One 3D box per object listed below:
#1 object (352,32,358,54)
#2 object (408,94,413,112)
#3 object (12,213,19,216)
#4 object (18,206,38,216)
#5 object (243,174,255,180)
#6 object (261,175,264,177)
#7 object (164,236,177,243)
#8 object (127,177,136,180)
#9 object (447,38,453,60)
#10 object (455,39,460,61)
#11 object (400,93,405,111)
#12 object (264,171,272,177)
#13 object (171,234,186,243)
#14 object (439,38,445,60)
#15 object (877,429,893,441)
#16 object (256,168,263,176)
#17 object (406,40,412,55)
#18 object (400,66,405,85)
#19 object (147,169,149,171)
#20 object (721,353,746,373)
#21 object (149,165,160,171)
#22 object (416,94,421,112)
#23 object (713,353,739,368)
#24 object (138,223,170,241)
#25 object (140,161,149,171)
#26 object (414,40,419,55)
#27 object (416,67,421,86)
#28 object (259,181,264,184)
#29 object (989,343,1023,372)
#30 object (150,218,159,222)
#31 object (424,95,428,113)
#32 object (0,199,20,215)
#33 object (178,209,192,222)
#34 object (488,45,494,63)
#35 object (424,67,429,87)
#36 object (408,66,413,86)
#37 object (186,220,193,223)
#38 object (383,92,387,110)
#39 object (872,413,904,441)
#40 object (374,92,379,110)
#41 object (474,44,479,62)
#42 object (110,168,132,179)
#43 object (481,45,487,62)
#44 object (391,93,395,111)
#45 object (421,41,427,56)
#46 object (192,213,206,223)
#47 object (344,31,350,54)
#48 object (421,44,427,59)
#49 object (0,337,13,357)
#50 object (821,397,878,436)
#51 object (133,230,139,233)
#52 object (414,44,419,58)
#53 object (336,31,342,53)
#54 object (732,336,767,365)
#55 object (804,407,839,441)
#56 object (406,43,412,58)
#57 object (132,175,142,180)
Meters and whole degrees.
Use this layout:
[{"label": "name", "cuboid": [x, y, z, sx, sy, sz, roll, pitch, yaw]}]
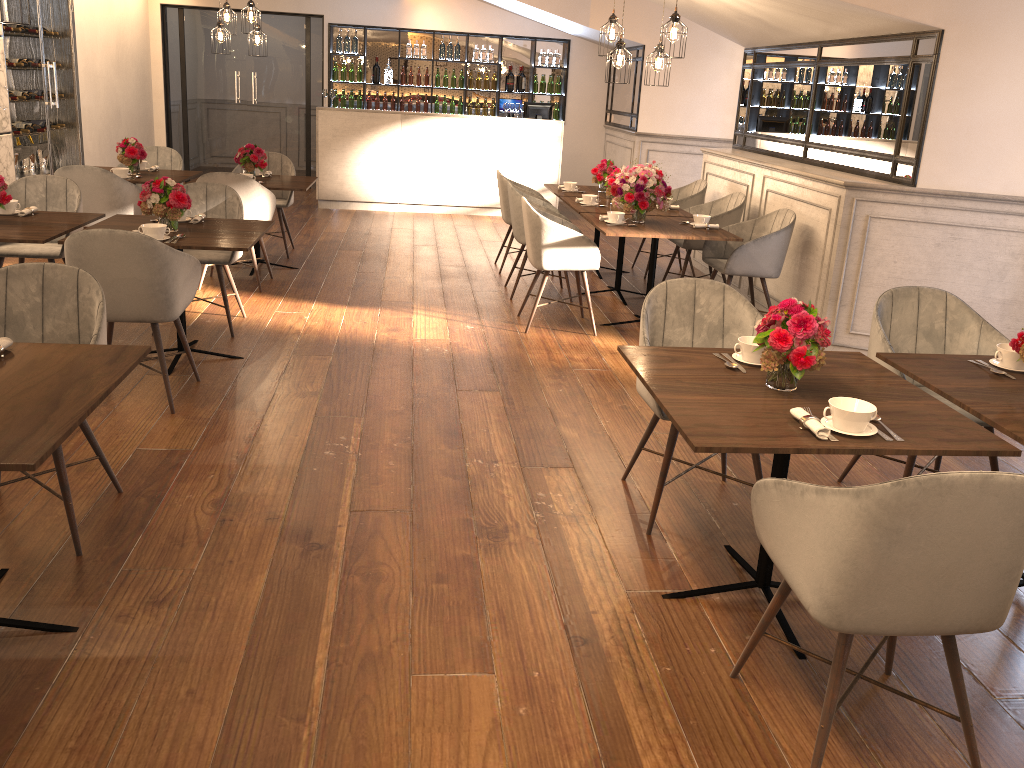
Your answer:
[{"label": "object", "cuboid": [-2.134, -4.641, 12.017, 0.075, 0.305, 0.076, 16, 20, 38]}, {"label": "object", "cuboid": [-1.419, -3.918, 12.341, 0.065, 0.257, 0.066, -5, 18, -27]}, {"label": "object", "cuboid": [-2.730, -0.954, 4.923, 0.025, 0.024, 0.196, 1, 19, -7]}, {"label": "object", "cuboid": [-2.697, -0.963, 4.935, 0.056, 0.038, 0.178, 1, 19, -7]}, {"label": "object", "cuboid": [-2.060, -1.582, 6.836, 0.149, 0.071, 0.149, 16, 22, 33]}, {"label": "object", "cuboid": [-2.082, -1.755, 7.421, 0.025, 0.024, 0.196, 1, 19, -7]}, {"label": "object", "cuboid": [-1.724, -0.735, 4.490, 0.022, 0.004, 0.214, 1, 19, -7]}, {"label": "object", "cuboid": [-2.900, -1.576, 6.771, 0.022, 0.004, 0.214, 1, 19, -7]}, {"label": "object", "cuboid": [-0.851, -4.613, 12.169, 0.075, 0.305, 0.076, 5, 16, 4]}, {"label": "object", "cuboid": [-0.748, -4.611, 12.182, 0.075, 0.305, 0.076, 5, 16, 4]}, {"label": "object", "cuboid": [-1.529, -3.920, 12.328, 0.065, 0.257, 0.066, -5, 18, -27]}, {"label": "object", "cuboid": [-2.048, -1.764, 7.432, 0.056, 0.038, 0.178, 1, 19, -7]}, {"label": "object", "cuboid": [-1.688, -0.738, 4.486, 0.043, 0.014, 0.200, 0, 19, -10]}, {"label": "object", "cuboid": [-0.955, -4.616, 12.157, 0.075, 0.305, 0.076, 11, 18, 24]}, {"label": "object", "cuboid": [0.996, 0.116, 2.460, 0.022, 0.004, 0.214, 1, 19, -7]}, {"label": "object", "cuboid": [-2.160, -1.782, 7.414, 0.148, 0.071, 0.150, 8, 19, 15]}, {"label": "object", "cuboid": [-1.406, -4.602, 12.111, 0.069, 0.205, 0.040, 1, 16, -7]}, {"label": "object", "cuboid": [-1.507, -4.263, 12.231, 0.065, 0.257, 0.066, -5, 18, -27]}, {"label": "object", "cuboid": [-2.994, -1.775, 7.312, 0.025, 0.024, 0.196, 1, 19, -7]}, {"label": "object", "cuboid": [0.747, -0.071, 2.969, 0.022, 0.004, 0.214, 1, 19, -7]}, {"label": "object", "cuboid": [-2.960, -1.784, 7.324, 0.056, 0.038, 0.178, 1, 19, -7]}, {"label": "object", "cuboid": [-1.309, -3.915, 12.354, 0.065, 0.257, 0.066, -5, 18, -27]}, {"label": "object", "cuboid": [0.719, -0.079, 2.971, 0.043, 0.014, 0.200, 2, 19, -3]}, {"label": "object", "cuboid": [-1.796, -0.761, 4.447, 0.149, 0.071, 0.149, 16, 22, 33]}, {"label": "object", "cuboid": [-3.073, -1.802, 7.306, 0.148, 0.071, 0.150, 8, 19, 15]}, {"label": "object", "cuboid": [-1.306, -4.600, 12.123, 0.069, 0.205, 0.040, 1, 16, -7]}, {"label": "object", "cuboid": [-1.288, -4.258, 12.257, 0.065, 0.257, 0.066, -5, 18, -27]}, {"label": "object", "cuboid": [-1.952, -1.558, 6.876, 0.043, 0.014, 0.200, 0, 19, -10]}, {"label": "object", "cuboid": [1.761, -0.090, 3.105, 0.149, 0.071, 0.150, -11, 23, -37]}, {"label": "object", "cuboid": [-2.008, -0.930, 5.000, 0.043, 0.014, 0.200, 0, 19, -10]}, {"label": "object", "cuboid": [-1.200, -3.913, 12.367, 0.065, 0.257, 0.066, -5, 18, -27]}, {"label": "object", "cuboid": [-2.809, -0.981, 4.916, 0.149, 0.071, 0.149, 16, 22, 33]}, {"label": "object", "cuboid": [-1.896, -0.962, 5.025, 0.149, 0.071, 0.149, 16, 22, 33]}, {"label": "object", "cuboid": [-0.288, -4.565, 12.247, 0.070, 0.232, 0.042, 1, 16, -7]}, {"label": "object", "cuboid": [-1.178, -4.256, 12.270, 0.065, 0.257, 0.066, -5, 18, -27]}, {"label": "object", "cuboid": [-1.398, -4.261, 12.244, 0.065, 0.257, 0.066, -5, 18, -27]}, {"label": "object", "cuboid": [-1.818, -0.934, 5.031, 0.025, 0.024, 0.196, 1, 19, -7]}, {"label": "object", "cuboid": [-1.764, -3.925, 12.300, 0.065, 0.257, 0.066, -5, 18, -27]}, {"label": "object", "cuboid": [1.032, 0.114, 2.456, 0.043, 0.014, 0.200, 0, 19, -10]}, {"label": "object", "cuboid": [-1.873, -3.927, 12.287, 0.065, 0.257, 0.066, -5, 18, -27]}, {"label": "object", "cuboid": [-0.487, -4.570, 12.224, 0.070, 0.232, 0.042, 1, 16, -7]}, {"label": "object", "cuboid": [-2.973, -1.601, 6.728, 0.149, 0.071, 0.149, 16, 22, 33]}, {"label": "object", "cuboid": [-0.388, -4.567, 12.236, 0.070, 0.232, 0.042, 1, 16, -7]}, {"label": "object", "cuboid": [-1.654, -3.923, 12.313, 0.065, 0.257, 0.066, -5, 18, -27]}, {"label": "object", "cuboid": [-1.206, -4.598, 12.135, 0.069, 0.205, 0.040, 1, 16, -7]}, {"label": "object", "cuboid": [-1.784, -0.943, 5.043, 0.056, 0.038, 0.178, 1, 19, -7]}, {"label": "object", "cuboid": [-2.238, -4.643, 12.005, 0.076, 0.305, 0.075, 15, 19, 34]}, {"label": "object", "cuboid": [-1.208, -4.563, 12.145, 0.070, 0.187, 0.042, 1, 16, -7]}, {"label": "object", "cuboid": [-1.512, -0.098, 2.581, 0.056, 0.038, 0.178, 1, 19, -7]}, {"label": "object", "cuboid": [0.923, 0.090, 2.416, 0.149, 0.071, 0.150, -11, 23, -37]}, {"label": "object", "cuboid": [-1.911, -0.747, 4.438, 0.056, 0.038, 0.178, 1, 19, -7]}, {"label": "object", "cuboid": [-1.308, -4.566, 12.133, 0.070, 0.187, 0.042, 1, 16, -7]}, {"label": "object", "cuboid": [-2.341, -4.645, 11.993, 0.075, 0.305, 0.076, 9, 17, 17]}, {"label": "object", "cuboid": [0.823, -0.111, 2.994, 0.149, 0.071, 0.150, -11, 23, -37]}, {"label": "object", "cuboid": [0.842, 0.108, 2.422, 0.025, 0.024, 0.196, 1, 19, -7]}, {"label": "object", "cuboid": [-1.408, -4.568, 12.121, 0.070, 0.187, 0.042, 1, 16, -7]}, {"label": "object", "cuboid": [-2.872, -1.578, 6.766, 0.043, 0.014, 0.200, 2, 19, -3]}]
